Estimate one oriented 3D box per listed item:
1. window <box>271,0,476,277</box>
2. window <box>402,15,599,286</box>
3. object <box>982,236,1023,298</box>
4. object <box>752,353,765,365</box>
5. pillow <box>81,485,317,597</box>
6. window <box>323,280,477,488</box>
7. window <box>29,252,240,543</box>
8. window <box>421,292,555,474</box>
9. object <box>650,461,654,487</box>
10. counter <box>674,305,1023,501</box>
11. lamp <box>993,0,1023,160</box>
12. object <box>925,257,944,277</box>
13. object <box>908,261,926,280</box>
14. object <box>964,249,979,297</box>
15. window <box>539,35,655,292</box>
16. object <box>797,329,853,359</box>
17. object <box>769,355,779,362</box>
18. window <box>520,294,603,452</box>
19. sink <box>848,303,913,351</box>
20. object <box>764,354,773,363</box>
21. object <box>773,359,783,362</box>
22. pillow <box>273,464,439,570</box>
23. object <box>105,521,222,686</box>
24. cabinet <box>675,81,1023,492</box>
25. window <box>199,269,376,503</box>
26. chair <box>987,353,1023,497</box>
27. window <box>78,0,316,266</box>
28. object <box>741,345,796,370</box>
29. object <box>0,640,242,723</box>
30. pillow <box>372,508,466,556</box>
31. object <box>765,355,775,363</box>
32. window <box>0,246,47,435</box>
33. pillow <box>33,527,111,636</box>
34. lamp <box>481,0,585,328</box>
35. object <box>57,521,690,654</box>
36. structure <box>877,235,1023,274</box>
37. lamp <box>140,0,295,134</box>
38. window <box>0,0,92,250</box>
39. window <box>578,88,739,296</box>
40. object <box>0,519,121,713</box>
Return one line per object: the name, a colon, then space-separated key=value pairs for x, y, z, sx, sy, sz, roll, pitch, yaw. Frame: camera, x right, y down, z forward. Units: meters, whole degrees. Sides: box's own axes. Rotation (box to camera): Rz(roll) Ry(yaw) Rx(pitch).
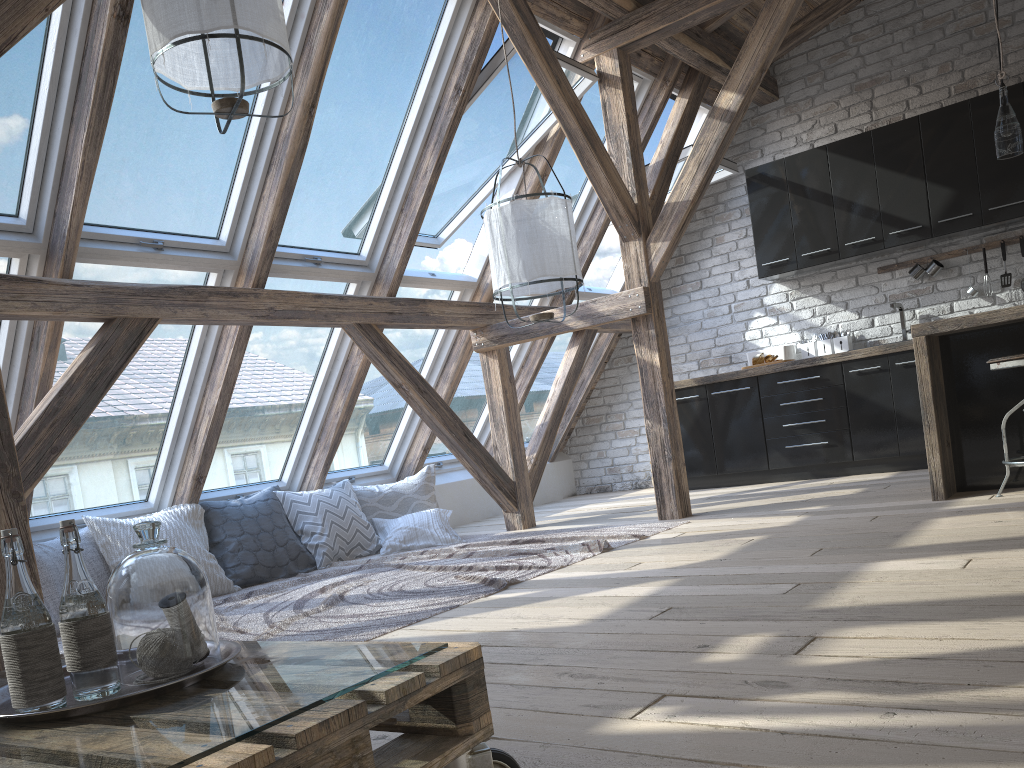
window: x=-0.753 y=-1.291 z=4.332 sx=1.105 sy=1.282 sz=0.846 roll=-8 pitch=1 yaw=37
window: x=-0.248 y=-1.317 z=5.093 sx=1.418 sy=1.281 sz=0.846 roll=-9 pitch=1 yaw=37
object: x=3.236 y=-0.756 z=5.766 sx=0.284 sy=0.383 sz=0.069 roll=-8 pitch=3 yaw=37
object: x=1.804 y=-0.180 z=6.450 sx=0.090 sy=0.088 sz=0.086 roll=-8 pitch=0 yaw=14
pillow: x=-1.639 y=0.871 z=4.806 sx=0.471 sy=0.564 sz=1.261 roll=-8 pitch=-2 yaw=38
window: x=-0.826 y=0.012 z=5.737 sx=1.105 sy=1.282 sz=0.846 roll=-8 pitch=1 yaw=37
window: x=-1.914 y=0.079 z=4.274 sx=1.105 sy=1.282 sz=0.846 roll=-8 pitch=1 yaw=37
window: x=-0.282 y=-0.021 z=6.468 sx=1.105 sy=1.282 sz=0.846 roll=-8 pitch=1 yaw=37
object: x=1.269 y=0.675 z=7.241 sx=0.335 sy=0.391 sz=0.395 roll=-9 pitch=0 yaw=-28
counter: x=2.377 y=0.152 z=5.277 sx=3.845 sy=0.855 sz=2.221 roll=-11 pitch=-4 yaw=37
lamp: x=2.126 y=-1.669 z=3.899 sx=0.109 sy=1.294 sz=0.222 roll=-6 pitch=4 yaw=39
object: x=2.894 y=-0.805 z=6.031 sx=0.092 sy=0.140 sz=0.118 roll=-9 pitch=1 yaw=-36
object: x=2.813 y=-0.788 z=6.103 sx=0.118 sy=0.140 sz=0.092 roll=-8 pitch=1 yaw=39
object: x=3.084 y=-0.746 z=5.918 sx=0.071 sy=0.328 sz=0.065 roll=-6 pitch=4 yaw=37
window: x=0.335 y=-1.358 z=5.795 sx=1.105 sy=1.282 sz=0.846 roll=-8 pitch=1 yaw=37
object: x=2.328 y=-0.296 z=6.501 sx=0.408 sy=0.201 sz=0.145 roll=-10 pitch=0 yaw=38
object: x=1.911 y=-0.182 z=6.424 sx=0.073 sy=0.055 sz=0.082 roll=-9 pitch=-1 yaw=13
window: x=0.262 y=-0.054 z=7.200 sx=1.105 sy=1.282 sz=0.846 roll=-8 pitch=1 yaw=37
sink: x=2.633 y=-0.301 z=6.022 sx=0.530 sy=0.517 sz=0.509 roll=-9 pitch=0 yaw=37
object: x=1.891 y=-0.181 z=6.477 sx=0.074 sy=0.067 sz=0.079 roll=-8 pitch=-1 yaw=9
object: x=1.943 y=-0.167 z=6.424 sx=0.069 sy=0.017 sz=0.077 roll=-9 pitch=-3 yaw=14
pillow: x=-0.950 y=0.853 z=5.655 sx=0.505 sy=0.535 sz=1.144 roll=-8 pitch=-2 yaw=42
object: x=-0.567 y=0.341 z=1.414 sx=0.156 sy=0.248 sz=0.155 roll=-8 pitch=1 yaw=5
cabinet: x=2.459 y=-0.705 z=5.159 sx=4.251 sy=2.517 sz=2.071 roll=-10 pitch=0 yaw=37
window: x=-1.370 y=0.046 z=5.005 sx=1.105 sy=1.282 sz=0.846 roll=-8 pitch=1 yaw=37
chair: x=2.376 y=0.174 z=3.970 sx=0.351 sy=0.639 sz=0.354 roll=-9 pitch=2 yaw=-20
window: x=-1.297 y=-1.258 z=3.600 sx=1.105 sy=1.282 sz=0.846 roll=-8 pitch=1 yaw=37
object: x=1.930 y=-0.199 z=6.571 sx=0.384 sy=0.134 sz=0.586 roll=-10 pitch=-4 yaw=25
object: x=-0.629 y=0.466 z=1.386 sx=0.391 sy=0.022 sz=0.398 roll=-6 pitch=-4 yaw=-33
pillow: x=-0.596 y=0.936 z=5.579 sx=0.534 sy=0.243 sz=0.476 roll=-8 pitch=-2 yaw=-12
object: x=1.883 y=-0.179 z=6.419 sx=0.072 sy=0.058 sz=0.083 roll=-9 pitch=-1 yaw=12
window: x=-2.458 y=0.112 z=3.543 sx=1.105 sy=1.282 sz=0.846 roll=-8 pitch=1 yaw=37
pillow: x=-2.242 y=0.946 z=4.034 sx=0.438 sy=0.526 sz=1.124 roll=-8 pitch=-2 yaw=29
lamp: x=0.000 y=-1.208 z=3.793 sx=0.406 sy=1.904 sz=0.399 roll=-9 pitch=3 yaw=-12
object: x=-0.828 y=0.956 z=4.248 sx=2.207 sy=0.056 sz=3.158 roll=-11 pitch=-5 yaw=37
structure: x=2.967 y=-0.880 z=5.992 sx=0.940 sy=0.046 sz=0.080 roll=-11 pitch=-3 yaw=37
lamp: x=-0.927 y=-1.446 z=2.588 sx=0.409 sy=1.310 sz=0.396 roll=-8 pitch=3 yaw=13
window: x=-1.840 y=-1.225 z=2.869 sx=1.105 sy=1.282 sz=0.846 roll=-8 pitch=1 yaw=37
window: x=0.830 y=-1.382 z=6.563 sx=1.533 sy=1.281 sz=0.846 roll=-9 pitch=1 yaw=37
object: x=-0.666 y=0.336 z=1.282 sx=0.072 sy=0.269 sz=0.152 roll=-6 pitch=3 yaw=37
